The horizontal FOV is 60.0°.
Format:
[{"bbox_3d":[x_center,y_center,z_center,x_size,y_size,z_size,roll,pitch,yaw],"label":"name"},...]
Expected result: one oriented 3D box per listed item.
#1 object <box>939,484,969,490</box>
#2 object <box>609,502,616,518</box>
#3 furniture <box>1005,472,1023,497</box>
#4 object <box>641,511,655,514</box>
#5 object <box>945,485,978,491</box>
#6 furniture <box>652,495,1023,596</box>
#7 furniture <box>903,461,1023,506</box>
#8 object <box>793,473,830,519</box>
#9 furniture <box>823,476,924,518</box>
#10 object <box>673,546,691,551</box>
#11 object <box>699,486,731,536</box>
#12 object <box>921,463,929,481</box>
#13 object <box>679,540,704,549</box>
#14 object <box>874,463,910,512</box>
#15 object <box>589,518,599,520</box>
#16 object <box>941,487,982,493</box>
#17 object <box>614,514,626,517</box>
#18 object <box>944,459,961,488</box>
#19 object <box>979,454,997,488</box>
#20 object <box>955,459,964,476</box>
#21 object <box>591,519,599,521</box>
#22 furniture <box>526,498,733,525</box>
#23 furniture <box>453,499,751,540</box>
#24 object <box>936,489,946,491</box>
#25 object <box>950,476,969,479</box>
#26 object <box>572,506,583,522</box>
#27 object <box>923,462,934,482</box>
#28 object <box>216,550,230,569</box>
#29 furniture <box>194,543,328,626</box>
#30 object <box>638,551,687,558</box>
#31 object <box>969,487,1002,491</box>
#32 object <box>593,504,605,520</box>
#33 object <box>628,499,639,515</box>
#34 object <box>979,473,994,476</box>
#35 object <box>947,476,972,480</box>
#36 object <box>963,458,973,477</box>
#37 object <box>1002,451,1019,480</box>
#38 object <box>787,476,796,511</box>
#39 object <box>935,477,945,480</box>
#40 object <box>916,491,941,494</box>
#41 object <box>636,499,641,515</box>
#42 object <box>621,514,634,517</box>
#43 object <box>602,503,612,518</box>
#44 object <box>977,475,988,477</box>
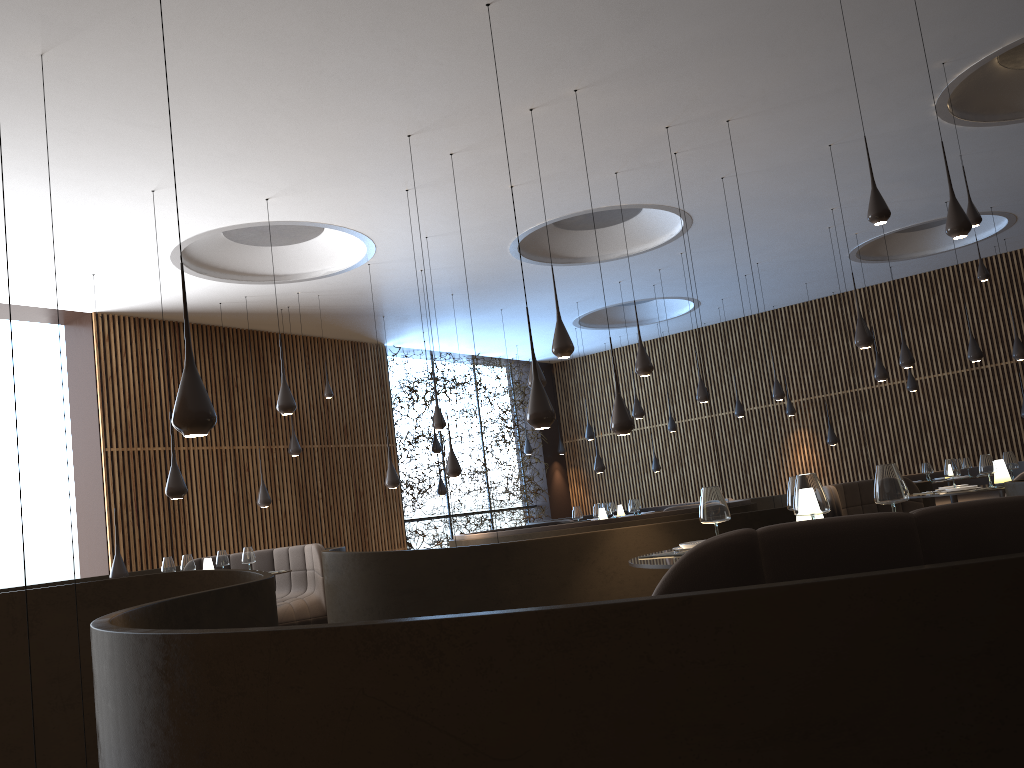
[{"bbox_3d":[4.256,0.998,8.543,0.263,0.029,0.264,-5,-9,-16],"label":"object"},{"bbox_3d":[1.933,2.423,17.012,0.142,0.294,0.142,-12,-9,36],"label":"object"},{"bbox_3d":[5.961,1.168,8.349,1.985,1.044,3.937,-12,-10,33],"label":"furniture"},{"bbox_3d":[2.565,2.429,16.717,0.263,0.029,0.263,-11,-9,24],"label":"object"},{"bbox_3d":[3.978,0.929,7.846,0.264,0.029,0.263,-14,-11,40],"label":"object"},{"bbox_3d":[2.268,0.796,3.176,4.240,1.118,1.474,0,-11,-40],"label":"furniture"},{"bbox_3d":[7.439,1.811,13.859,1.979,1.044,3.950,-4,-9,-22],"label":"furniture"},{"bbox_3d":[1.227,0.515,3.628,0.142,0.294,0.142,-3,-8,-30],"label":"object"},{"bbox_3d":[4.114,1.583,9.829,0.934,1.057,2.532,-14,-11,41],"label":"furniture"},{"bbox_3d":[0.959,0.797,4.365,0.332,0.014,0.333,1,-12,-45],"label":"object"},{"bbox_3d":[0.951,0.627,4.150,0.142,0.294,0.142,-10,-8,21],"label":"object"},{"bbox_3d":[6.530,1.394,13.973,0.142,0.294,0.142,-4,-8,-23],"label":"object"},{"bbox_3d":[0.958,0.788,4.366,0.263,0.029,0.264,-8,-8,6],"label":"object"},{"bbox_3d":[1.648,0.495,3.845,0.142,0.294,0.142,-8,-7,5],"label":"object"},{"bbox_3d":[1.533,2.537,16.577,0.263,0.029,0.264,-4,-9,-18],"label":"object"},{"bbox_3d":[3.979,0.938,7.845,0.333,0.014,0.332,-14,-11,37],"label":"object"},{"bbox_3d":[2.083,2.559,17.187,0.263,0.029,0.263,-12,-9,27],"label":"object"},{"bbox_3d":[4.147,0.853,8.345,0.142,0.294,0.142,-12,-9,35],"label":"object"},{"bbox_3d":[4.164,0.762,7.751,0.142,0.294,0.142,-7,-7,-4],"label":"object"},{"bbox_3d":[6.735,1.277,13.357,0.142,0.294,0.142,-4,-8,-26],"label":"object"},{"bbox_3d":[1.535,2.547,16.576,0.332,0.014,0.332,-13,-10,33],"label":"object"},{"bbox_3d":[2.254,2.868,16.400,3.886,1.044,3.800,-9,-9,13],"label":"furniture"},{"bbox_3d":[1.214,2.298,11.540,3.883,1.115,3.800,-9,-8,11],"label":"furniture"},{"bbox_3d":[4.257,1.008,8.542,0.331,0.014,0.333,-4,-9,-19],"label":"object"},{"bbox_3d":[6.582,1.378,13.044,0.263,0.029,0.263,-11,-9,26],"label":"object"},{"bbox_3d":[0.876,1.779,11.805,0.142,0.294,0.142,-8,-7,3],"label":"object"},{"bbox_3d":[6.354,1.348,13.518,0.142,0.294,0.142,-10,-8,24],"label":"object"},{"bbox_3d":[-3.148,1.960,9.646,0.142,0.294,0.142,-8,-7,4],"label":"object"},{"bbox_3d":[-2.930,2.421,9.978,2.537,1.057,0.932,-12,-9,32],"label":"furniture"},{"bbox_3d":[0.734,0.803,4.163,0.126,0.017,0.263,1,-12,-45],"label":"object"},{"bbox_3d":[4.031,0.895,7.549,0.262,0.017,0.127,-5,-9,-14],"label":"object"},{"bbox_3d":[1.101,1.666,11.236,0.142,0.294,0.142,-7,-7,-2],"label":"object"},{"bbox_3d":[1.586,1.649,11.531,0.142,0.294,0.142,-8,-7,7],"label":"object"},{"bbox_3d":[7.226,1.363,13.416,0.332,0.014,0.332,-10,-9,21],"label":"object"},{"bbox_3d":[6.583,1.388,13.042,0.331,0.014,0.333,-4,-9,-22],"label":"object"},{"bbox_3d":[7.084,1.296,13.778,0.142,0.294,0.142,-5,-8,-17],"label":"object"},{"bbox_3d":[4.711,0.787,8.375,0.142,0.294,0.142,-6,-7,-8],"label":"object"},{"bbox_3d":[1.448,0.606,4.425,0.142,0.294,0.142,-12,-9,33],"label":"object"},{"bbox_3d":[6.844,1.496,14.053,0.263,0.029,0.264,-4,-9,-18],"label":"object"},{"bbox_3d":[3.968,1.039,8.458,0.126,0.017,0.263,-4,-9,-19],"label":"object"},{"bbox_3d":[2.386,2.349,16.894,0.142,0.294,0.142,-6,-7,-10],"label":"object"},{"bbox_3d":[2.107,2.397,16.121,0.264,0.029,0.263,-15,-11,41],"label":"object"},{"bbox_3d":[1.287,1.762,12.040,0.142,0.294,0.142,-3,-9,-32],"label":"object"},{"bbox_3d":[6.858,1.343,12.924,0.126,0.017,0.262,-10,-9,19],"label":"object"}]
